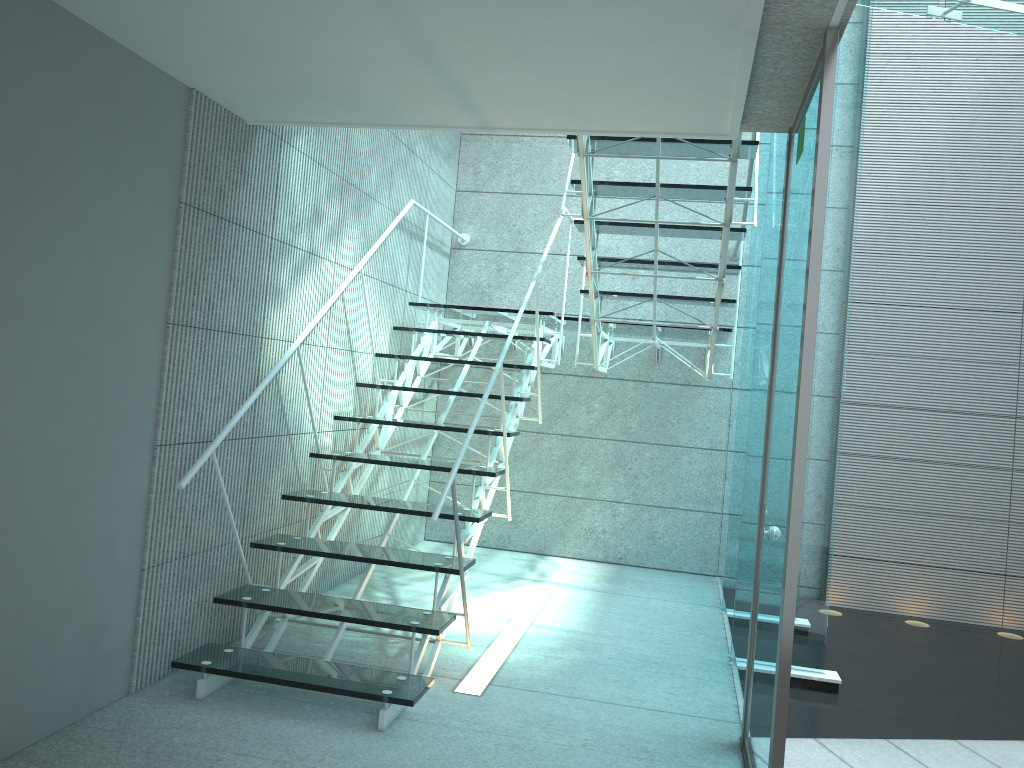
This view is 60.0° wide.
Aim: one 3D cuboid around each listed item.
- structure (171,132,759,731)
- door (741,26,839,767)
[{"bbox_3d":[0.326,-1.868,4.400,1.911,6.015,3.290,5,-2,11],"label":"structure"},{"bbox_3d":[0.800,0.150,2.537,0.076,2.067,0.864,5,-2,11],"label":"door"}]
